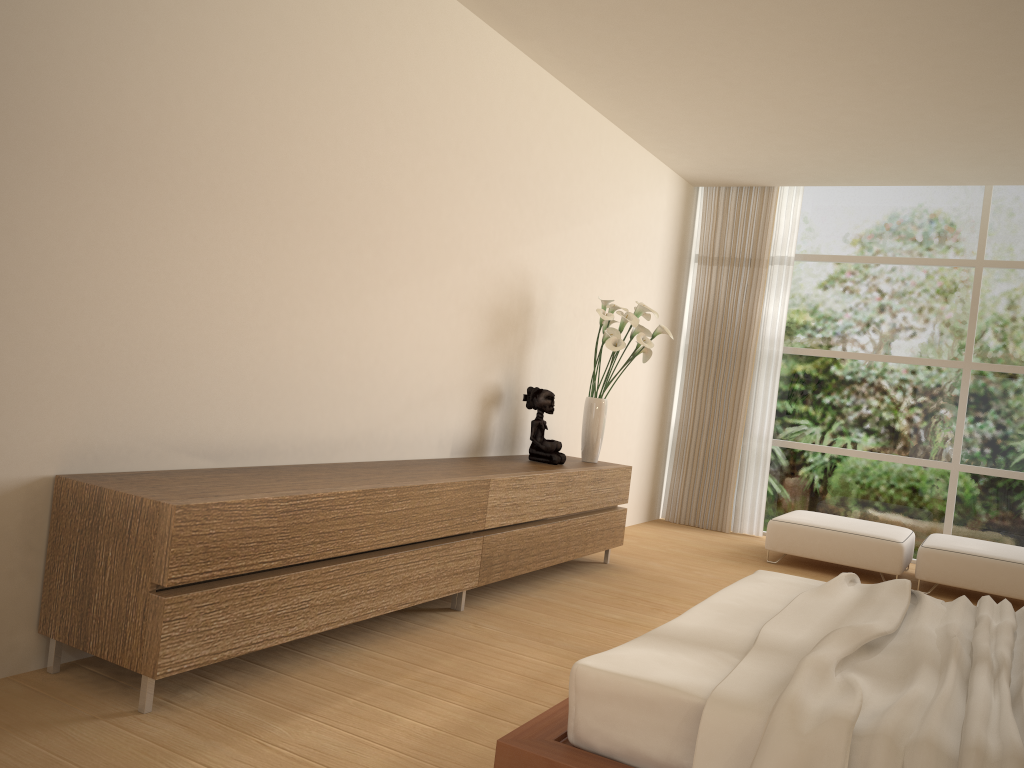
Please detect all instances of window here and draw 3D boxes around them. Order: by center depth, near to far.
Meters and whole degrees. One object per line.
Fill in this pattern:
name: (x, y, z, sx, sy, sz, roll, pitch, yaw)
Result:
window: (3.754, -0.152, 7.313, 4.781, 3.371, 0.071, 7, 1, 29)

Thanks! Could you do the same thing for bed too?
bed: (1.555, 1.043, 2.483, 2.535, 0.570, 2.599, 7, 1, 29)

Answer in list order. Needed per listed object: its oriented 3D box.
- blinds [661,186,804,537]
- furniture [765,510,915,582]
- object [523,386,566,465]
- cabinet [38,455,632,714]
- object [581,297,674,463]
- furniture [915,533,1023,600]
blinds: (1.980, -0.355, 8.021, 0.950, 3.352, 0.211, 7, 1, 28)
furniture: (2.529, 1.231, 6.808, 0.965, 0.346, 0.964, 7, 1, 29)
object: (0.208, 0.253, 5.435, 0.282, 0.453, 0.181, 7, 1, 29)
cabinet: (-0.396, 0.753, 4.422, 0.588, 0.662, 3.713, 7, 1, 29)
object: (0.697, -0.013, 5.743, 0.515, 1.085, 0.608, 7, 0, -13)
furniture: (3.426, 1.339, 6.301, 0.965, 0.346, 0.964, 7, 1, 29)
